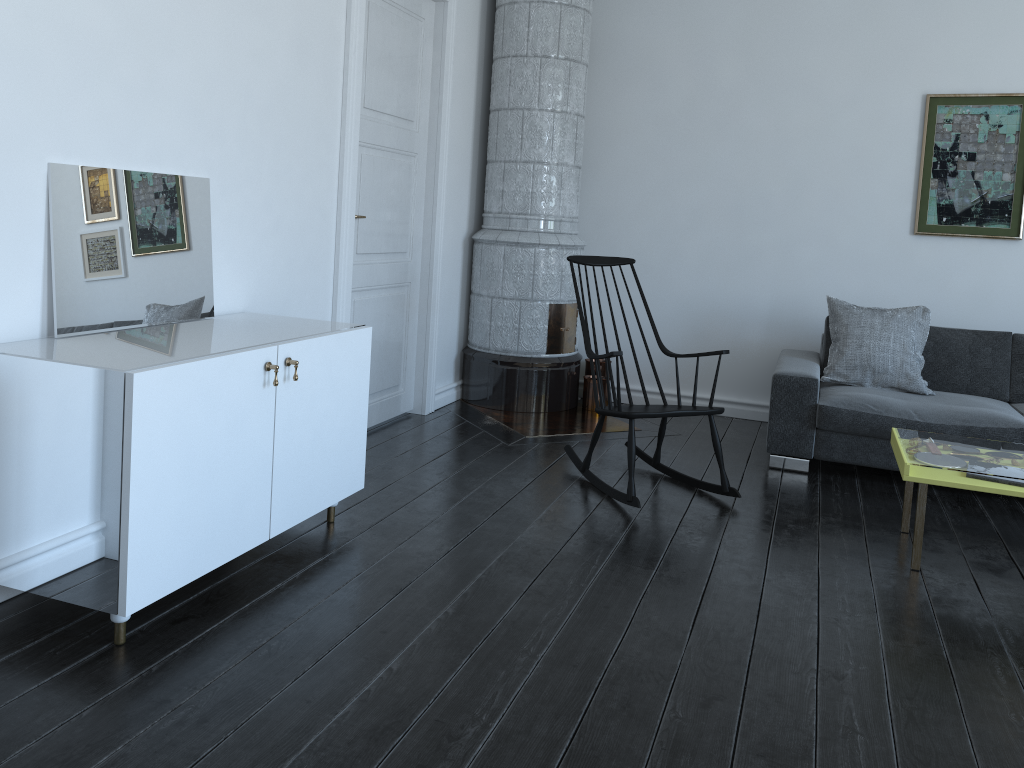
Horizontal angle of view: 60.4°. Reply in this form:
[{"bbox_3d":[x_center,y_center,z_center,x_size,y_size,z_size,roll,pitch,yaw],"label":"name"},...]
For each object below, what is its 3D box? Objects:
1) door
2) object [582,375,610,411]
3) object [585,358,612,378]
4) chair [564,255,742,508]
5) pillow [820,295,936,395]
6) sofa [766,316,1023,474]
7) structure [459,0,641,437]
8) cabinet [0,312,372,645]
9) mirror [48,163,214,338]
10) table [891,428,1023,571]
[{"bbox_3d":[-0.630,-0.975,4.589,0.116,2.452,1.177,5,5,19],"label":"door"},{"bbox_3d":[0.527,0.059,5.541,0.174,0.197,0.173,5,7,9],"label":"object"},{"bbox_3d":[0.551,-0.014,5.721,0.174,0.278,0.177,6,6,19],"label":"object"},{"bbox_3d":[0.578,-0.055,4.016,0.612,0.995,0.917,1,7,-26],"label":"chair"},{"bbox_3d":[2.671,-0.116,4.507,2.065,0.488,0.482,8,8,24],"label":"pillow"},{"bbox_3d":[2.559,0.126,4.444,2.381,0.716,1.095,7,9,19],"label":"sofa"},{"bbox_3d":[0.241,-1.276,5.365,0.777,2.864,1.284,1,5,-26],"label":"structure"},{"bbox_3d":[-0.977,0.209,2.808,0.592,0.727,1.213,6,9,19],"label":"cabinet"},{"bbox_3d":[-1.206,-0.438,2.859,0.054,0.497,0.703,5,8,19],"label":"mirror"},{"bbox_3d":[2.114,0.507,3.133,1.405,0.395,0.606,7,9,19],"label":"table"}]
